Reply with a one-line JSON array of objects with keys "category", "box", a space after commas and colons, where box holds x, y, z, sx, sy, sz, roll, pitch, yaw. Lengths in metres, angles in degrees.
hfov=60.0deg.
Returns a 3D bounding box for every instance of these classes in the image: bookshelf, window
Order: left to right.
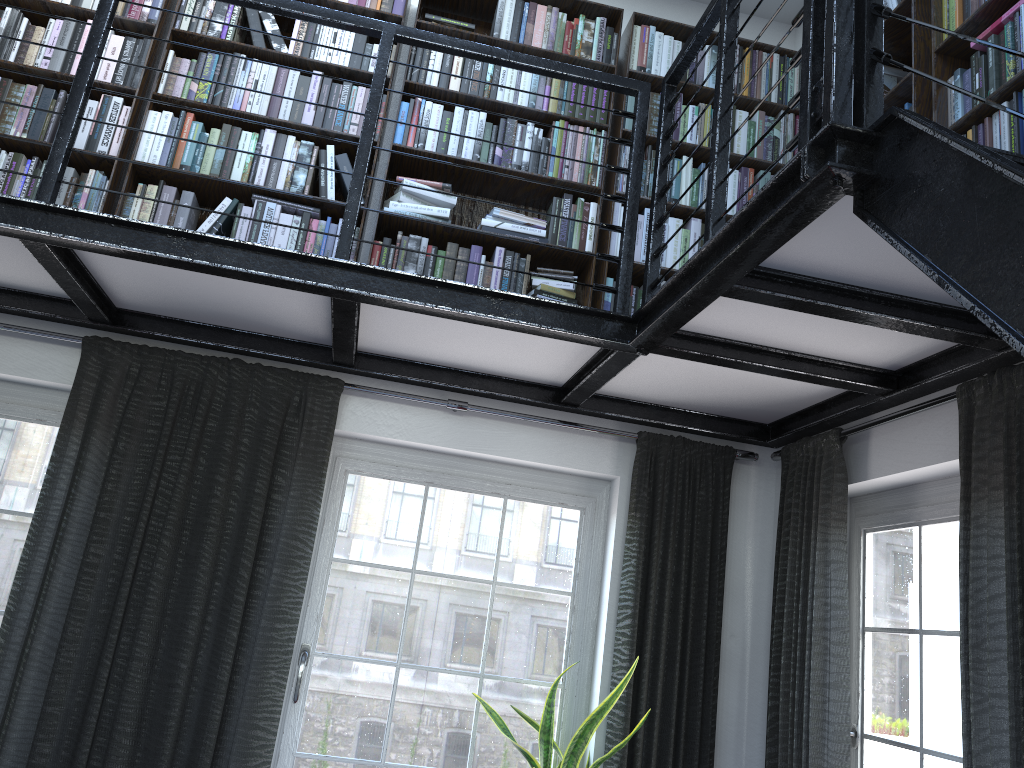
[{"category": "window", "box": [-2.219, 0.715, 3.042, 1.166, 1.622, 0.131, 10, -17, -8]}, {"category": "bookshelf", "box": [-0.676, -1.354, 2.183, 4.471, 1.634, 3.059, 10, -16, -8]}, {"category": "window", "box": [-0.265, 1.063, 3.320, 1.166, 1.622, 0.131, 10, -17, -8]}, {"category": "window", "box": [1.259, 1.054, 2.517, 0.133, 1.622, 1.155, 10, -17, -8]}]

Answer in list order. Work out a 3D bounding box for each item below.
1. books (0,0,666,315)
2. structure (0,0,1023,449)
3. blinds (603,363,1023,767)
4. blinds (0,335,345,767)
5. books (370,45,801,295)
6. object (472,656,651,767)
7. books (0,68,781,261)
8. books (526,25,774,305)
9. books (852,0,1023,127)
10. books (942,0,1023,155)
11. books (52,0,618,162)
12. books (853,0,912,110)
[{"category": "books", "box": [-0.927, -1.095, 3.489, 4.437, 1.411, 0.239, 10, -17, -8]}, {"category": "structure", "box": [-0.759, 0.059, 0.966, 4.484, 3.390, 4.571, 10, -16, -8]}, {"category": "blinds", "box": [0.963, 1.233, 2.554, 0.525, 2.405, 1.738, 16, -18, -25]}, {"category": "blinds", "box": [-2.001, 0.894, 2.810, 2.506, 2.411, 0.124, 10, -17, -8]}, {"category": "books", "box": [-0.851, -1.226, 3.035, 4.432, 1.444, 1.272, 10, -16, -7]}, {"category": "object", "box": [0.133, 1.380, 3.015, 0.551, 0.950, 0.522, 14, -18, -19]}, {"category": "books", "box": [-0.584, -0.893, 3.515, 3.388, 1.134, 0.238, 10, -17, -8]}, {"category": "books", "box": [-0.925, -1.105, 3.497, 4.431, 1.427, 0.225, 10, -17, -8]}, {"category": "books", "box": [-0.669, -1.319, 2.064, 4.331, 1.152, 1.583, 10, -16, -9]}, {"category": "books", "box": [-0.669, -1.386, 2.330, 4.379, 1.420, 1.158, 10, -17, -8]}, {"category": "books", "box": [-0.894, -1.377, 3.589, 2.634, 0.836, 0.211, 10, -17, -8]}, {"category": "books", "box": [-0.586, -1.515, 1.819, 4.372, 1.424, 2.184, 10, -16, -9]}]
